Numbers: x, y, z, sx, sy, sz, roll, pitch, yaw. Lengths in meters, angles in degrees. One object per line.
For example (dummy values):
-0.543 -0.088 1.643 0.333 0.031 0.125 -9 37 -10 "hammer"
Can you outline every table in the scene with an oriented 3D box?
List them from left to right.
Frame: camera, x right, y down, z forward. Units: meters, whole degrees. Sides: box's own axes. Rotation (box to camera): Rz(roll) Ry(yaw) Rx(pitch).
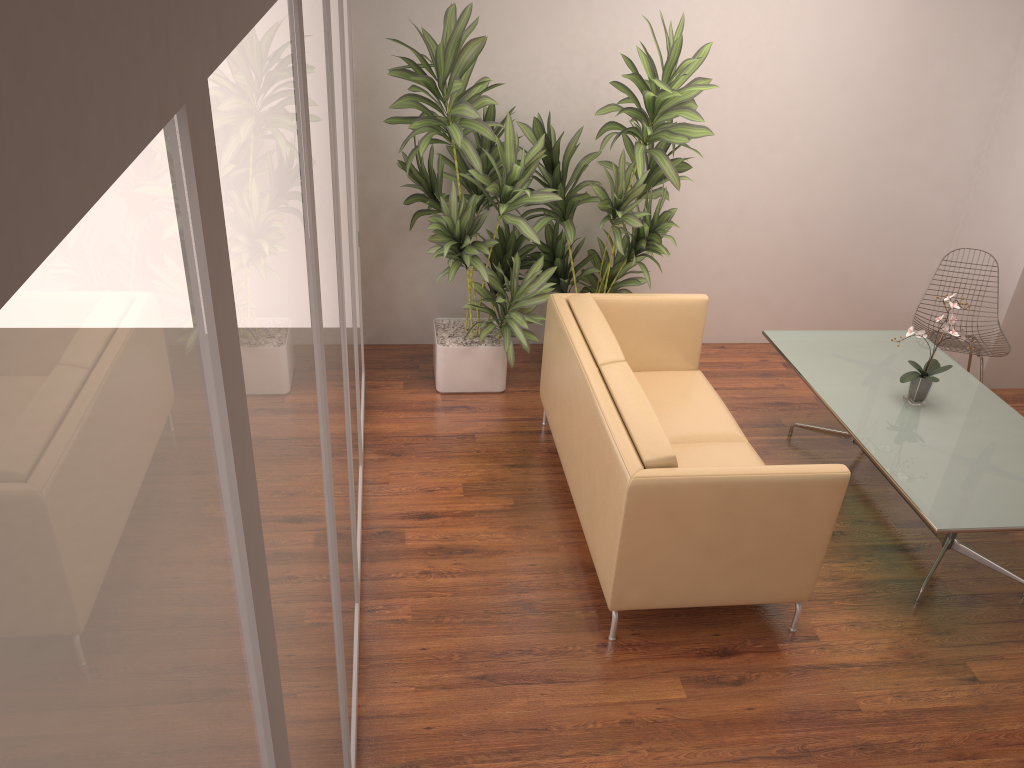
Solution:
1.978 0.376 4.409 0.938 0.585 1.794 -1 29 -8 "table"

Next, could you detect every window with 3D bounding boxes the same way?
-0.271 0.430 1.054 0.062 3.424 8.210 -1 30 -8 "window"

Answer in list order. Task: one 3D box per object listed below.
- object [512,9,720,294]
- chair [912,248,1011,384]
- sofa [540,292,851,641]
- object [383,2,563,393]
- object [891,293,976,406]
0.503 -0.995 5.068 1.080 2.197 0.925 6 31 3 "object"
2.700 -0.299 5.352 0.542 0.940 0.538 9 31 9 "chair"
0.716 0.259 4.177 0.877 0.875 1.728 -1 30 -8 "sofa"
-0.165 -0.982 4.968 0.965 2.197 1.035 8 31 8 "object"
2.027 -0.177 4.171 0.369 0.615 0.286 -4 32 -12 "object"
